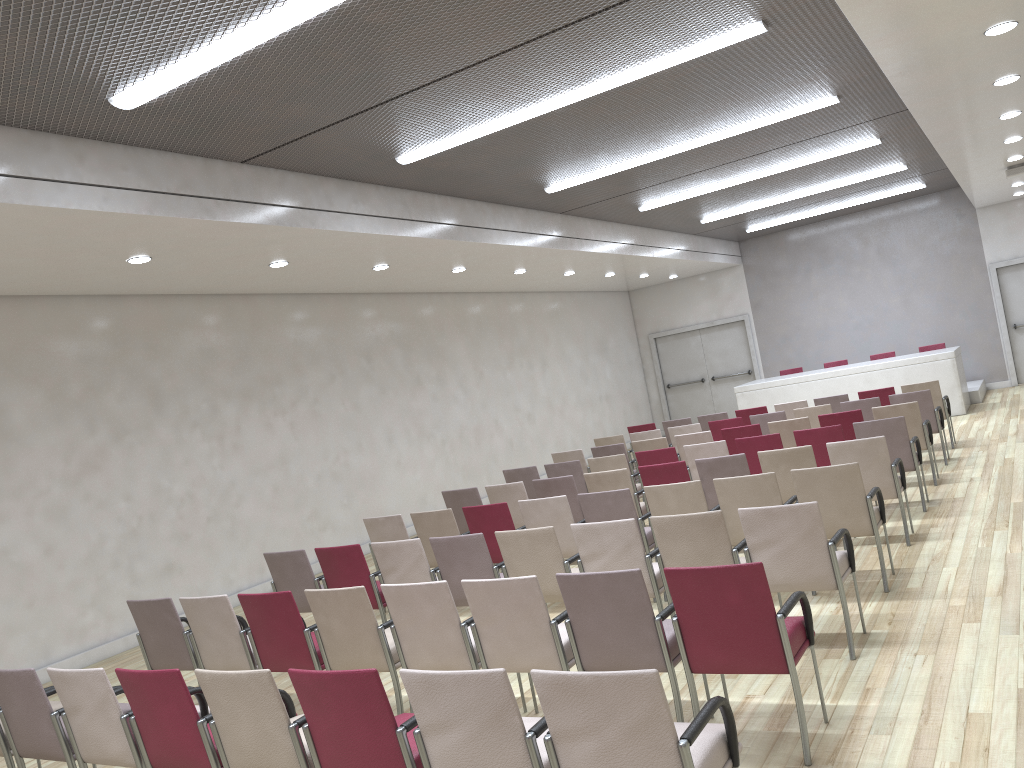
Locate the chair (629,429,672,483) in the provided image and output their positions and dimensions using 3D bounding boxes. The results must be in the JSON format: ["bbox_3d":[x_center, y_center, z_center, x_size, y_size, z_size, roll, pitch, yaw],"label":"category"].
[{"bbox_3d":[2.001,1.043,12.115,0.513,0.890,0.640,-11,0,31],"label":"chair"}]

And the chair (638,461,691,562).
[{"bbox_3d":[1.549,1.116,8.114,0.513,0.890,0.640,-11,0,30],"label":"chair"}]

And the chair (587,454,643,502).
[{"bbox_3d":[1.229,1.182,9.725,0.513,0.890,0.640,-11,0,31],"label":"chair"}]

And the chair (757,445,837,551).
[{"bbox_3d":[2.464,0.940,7.545,0.513,0.890,0.640,-11,0,30],"label":"chair"}]

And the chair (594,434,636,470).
[{"bbox_3d":[1.542,1.131,12.405,0.513,0.890,0.640,-11,0,30],"label":"chair"}]

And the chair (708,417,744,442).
[{"bbox_3d":[2.942,0.861,11.564,0.513,0.890,0.640,-11,0,31],"label":"chair"}]

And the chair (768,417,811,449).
[{"bbox_3d":[3.241,0.799,9.945,0.513,0.890,0.640,-11,0,30],"label":"chair"}]

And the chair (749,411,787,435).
[{"bbox_3d":[3.397,0.774,11.271,0.513,0.890,0.640,-11,0,31],"label":"chair"}]

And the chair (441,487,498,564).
[{"bbox_3d":[-0.306,1.474,9.231,0.513,0.890,0.640,-11,0,31],"label":"chair"}]

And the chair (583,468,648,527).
[{"bbox_3d":[1.080,1.207,8.375,0.513,0.890,0.640,-11,0,31],"label":"chair"}]

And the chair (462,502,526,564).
[{"bbox_3d":[-0.005,1.411,7.605,0.513,0.890,0.640,-11,0,30],"label":"chair"}]

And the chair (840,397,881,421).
[{"bbox_3d":[4.326,0.595,10.708,0.513,0.890,0.640,-11,0,31],"label":"chair"}]

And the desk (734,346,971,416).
[{"bbox_3d":[6.018,0.210,15.779,3.652,1.042,1.456,-11,0,31],"label":"desk"}]

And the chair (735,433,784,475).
[{"bbox_3d":[2.614,0.915,8.881,0.513,0.890,0.640,-11,0,31],"label":"chair"}]

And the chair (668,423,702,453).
[{"bbox_3d":[2.468,0.953,11.847,0.513,0.890,0.640,-11,0,30],"label":"chair"}]

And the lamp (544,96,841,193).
[{"bbox_3d":[1.821,-2.528,9.564,3.304,0.045,0.198,-11,0,31],"label":"lamp"}]

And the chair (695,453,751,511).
[{"bbox_3d":[2.002,1.029,7.833,0.513,0.890,0.640,-11,0,31],"label":"chair"}]

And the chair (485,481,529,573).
[{"bbox_3d":[0.147,1.386,8.939,0.513,0.890,0.640,-11,0,31],"label":"chair"}]

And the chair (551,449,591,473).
[{"bbox_3d":[0.912,1.248,11.339,0.513,0.890,0.640,-11,0,32],"label":"chair"}]

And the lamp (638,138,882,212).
[{"bbox_3d":[3.267,-2.796,12.042,3.304,0.045,0.198,-11,0,31],"label":"lamp"}]

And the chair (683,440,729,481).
[{"bbox_3d":[2.158,1.003,9.166,0.513,0.890,0.640,-11,0,31],"label":"chair"}]

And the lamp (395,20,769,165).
[{"bbox_3d":[0.407,-2.266,7.138,3.304,0.045,0.198,-11,0,31],"label":"lamp"}]

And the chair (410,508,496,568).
[{"bbox_3d":[-0.475,1.502,7.892,0.513,0.890,0.640,-11,0,31],"label":"chair"}]

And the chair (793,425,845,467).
[{"bbox_3d":[3.099,0.822,8.599,0.513,0.890,0.640,-11,0,31],"label":"chair"}]

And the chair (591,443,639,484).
[{"bbox_3d":[1.383,1.157,11.057,0.513,0.890,0.640,-11,0,30],"label":"chair"}]

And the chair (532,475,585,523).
[{"bbox_3d":[0.612,1.297,8.660,0.513,0.890,0.640,-11,0,31],"label":"chair"}]

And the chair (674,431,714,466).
[{"bbox_3d":[2.313,0.978,10.494,0.513,0.890,0.640,-11,0,31],"label":"chair"}]

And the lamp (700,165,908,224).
[{"bbox_3d":[4.675,-3.057,14.456,3.304,0.045,0.198,-11,0,31],"label":"lamp"}]

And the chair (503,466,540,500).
[{"bbox_3d":[0.305,1.360,10.290,0.513,0.890,0.640,-11,0,30],"label":"chair"}]

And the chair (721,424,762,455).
[{"bbox_3d":[2.783,0.887,10.210,0.513,0.890,0.640,-11,0,30],"label":"chair"}]

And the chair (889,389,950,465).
[{"bbox_3d":[4.788,0.505,10.426,0.513,0.890,0.640,-11,0,31],"label":"chair"}]

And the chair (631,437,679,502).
[{"bbox_3d":[1.846,1.068,10.790,0.513,0.890,0.640,-11,0,30],"label":"chair"}]

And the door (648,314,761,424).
[{"bbox_3d":[4.459,-0.170,20.190,2.373,2.400,0.200,-11,0,31],"label":"door"}]

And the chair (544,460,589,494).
[{"bbox_3d":[0.771,1.271,10.001,0.513,0.890,0.640,-11,0,30],"label":"chair"}]

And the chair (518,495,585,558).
[{"bbox_3d":[0.462,1.321,7.338,0.513,0.890,0.640,-11,0,30],"label":"chair"}]

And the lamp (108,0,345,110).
[{"bbox_3d":[-1.030,-2.000,4.675,3.304,0.045,0.198,-11,0,31],"label":"lamp"}]

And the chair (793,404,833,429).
[{"bbox_3d":[3.860,0.684,11.005,0.513,0.890,0.640,-11,0,30],"label":"chair"}]

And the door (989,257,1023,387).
[{"bbox_3d":[10.054,-1.248,16.810,1.400,2.400,0.200,-11,0,31],"label":"door"}]

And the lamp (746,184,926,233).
[{"bbox_3d":[6.105,-3.322,16.908,3.304,0.045,0.198,-11,0,31],"label":"lamp"}]

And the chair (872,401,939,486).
[{"bbox_3d":[4.165,0.621,9.385,0.513,0.890,0.640,-11,0,30],"label":"chair"}]

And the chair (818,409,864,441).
[{"bbox_3d":[3.702,0.710,9.667,0.513,0.890,0.640,-11,0,30],"label":"chair"}]

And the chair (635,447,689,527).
[{"bbox_3d":[1.705,1.091,9.449,0.513,0.890,0.640,-11,0,30],"label":"chair"}]

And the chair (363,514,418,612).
[{"bbox_3d":[-0.934,1.590,8.171,0.513,0.890,0.640,-11,0,31],"label":"chair"}]
